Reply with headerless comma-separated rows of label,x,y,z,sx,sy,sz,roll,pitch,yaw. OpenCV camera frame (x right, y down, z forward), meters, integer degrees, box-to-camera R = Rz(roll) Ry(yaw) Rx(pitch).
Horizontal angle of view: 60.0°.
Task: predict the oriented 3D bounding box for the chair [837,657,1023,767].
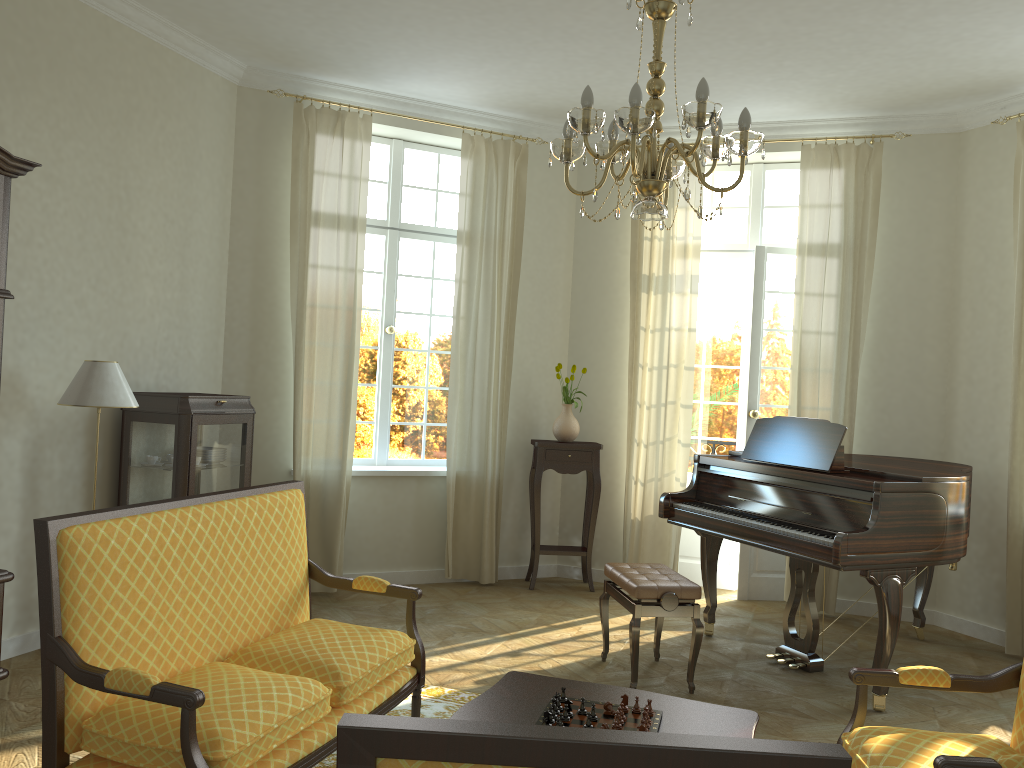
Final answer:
chair,1.306,1.065,2.445,0.671,1.083,0.730,3,0,4

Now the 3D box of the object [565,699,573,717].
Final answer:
object,0.177,1.012,2.775,0.030,0.052,0.030,3,0,37

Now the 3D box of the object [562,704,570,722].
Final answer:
object,0.166,1.013,2.737,0.030,0.050,0.030,3,0,-23

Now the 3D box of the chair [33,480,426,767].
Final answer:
chair,-0.854,0.953,3.025,0.680,1.083,1.389,3,0,19

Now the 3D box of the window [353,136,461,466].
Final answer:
window,-0.947,-0.630,6.874,1.400,2.550,0.181,3,0,-25

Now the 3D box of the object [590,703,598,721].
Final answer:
object,0.252,1.018,2.754,0.030,0.050,0.030,3,0,-23

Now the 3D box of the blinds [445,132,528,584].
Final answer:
blinds,-0.220,-0.178,6.743,0.552,3.381,0.159,3,0,-22

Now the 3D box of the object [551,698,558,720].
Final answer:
object,0.128,1.004,2.747,0.030,0.064,0.030,3,0,-23

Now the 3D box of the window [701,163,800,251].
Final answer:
window,1.942,-1.405,7.048,1.380,0.680,0.055,3,0,20

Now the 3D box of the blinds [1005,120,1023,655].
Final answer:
blinds,3.257,0.000,5.449,0.162,3.384,0.554,3,0,-20

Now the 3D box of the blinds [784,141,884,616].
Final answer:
blinds,2.280,-0.049,6.358,0.554,3.386,0.162,3,0,14

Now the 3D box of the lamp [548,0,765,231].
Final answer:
lamp,0.514,-1.300,3.082,0.661,1.466,0.662,3,0,-11

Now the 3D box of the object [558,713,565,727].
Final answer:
object,0.146,1.012,2.659,0.030,0.050,0.030,3,0,-23

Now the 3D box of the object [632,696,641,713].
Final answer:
object,0.400,1.025,2.841,0.030,0.050,0.030,3,0,-23

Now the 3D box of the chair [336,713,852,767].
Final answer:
chair,0.083,1.000,1.472,0.730,1.083,0.671,3,0,2

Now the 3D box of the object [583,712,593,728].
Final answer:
object,0.232,1.016,2.678,0.030,0.050,0.030,3,0,-23

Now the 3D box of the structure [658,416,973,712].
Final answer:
structure,2.076,0.934,5.306,1.856,1.439,1.514,3,0,-25

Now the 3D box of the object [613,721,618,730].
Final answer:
object,0.304,1.020,2.618,0.030,0.050,0.030,3,0,-23

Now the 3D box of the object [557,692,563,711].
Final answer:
object,0.148,1.010,2.824,0.030,0.055,0.030,3,0,-23

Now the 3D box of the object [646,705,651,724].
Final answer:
object,0.418,1.024,2.753,0.030,0.055,0.030,3,0,-23

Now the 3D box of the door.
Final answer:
door,1.792,0.294,6.872,1.385,2.690,0.425,3,0,20

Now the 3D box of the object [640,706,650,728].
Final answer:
object,0.409,1.016,2.715,0.030,0.069,0.030,3,0,-23

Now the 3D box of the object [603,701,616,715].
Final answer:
object,0.312,1.030,2.817,0.030,0.030,0.052,3,0,-19

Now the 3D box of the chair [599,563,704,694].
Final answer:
chair,0.737,1.302,4.803,0.385,0.563,0.638,3,0,-10

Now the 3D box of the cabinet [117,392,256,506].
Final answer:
cabinet,-1.956,0.754,5.335,0.542,1.386,0.733,3,0,20

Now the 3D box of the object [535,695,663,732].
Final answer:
object,0.266,1.053,2.731,0.360,0.021,0.360,3,0,15

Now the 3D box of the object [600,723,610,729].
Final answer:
object,0.264,1.027,2.643,0.052,0.030,0.030,3,0,-24

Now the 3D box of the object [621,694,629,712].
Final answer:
object,0.361,1.022,2.851,0.030,0.052,0.030,3,0,-23

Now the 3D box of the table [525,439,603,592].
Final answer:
table,0.393,1.006,6.870,0.522,1.114,0.344,3,0,-5

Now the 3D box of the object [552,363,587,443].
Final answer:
object,0.435,0.146,6.869,0.242,0.609,0.264,3,0,44

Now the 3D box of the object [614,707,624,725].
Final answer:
object,0.331,1.022,2.735,0.030,0.050,0.030,3,0,-23

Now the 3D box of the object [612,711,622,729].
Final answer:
object,0.320,1.021,2.699,0.030,0.050,0.030,3,0,-23

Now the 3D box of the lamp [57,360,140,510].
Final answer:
lamp,-2.122,0.658,4.495,0.381,1.552,0.380,3,0,25

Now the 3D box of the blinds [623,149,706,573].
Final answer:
blinds,1.128,-0.105,6.824,0.552,3.386,0.159,3,0,17

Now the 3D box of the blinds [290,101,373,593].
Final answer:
blinds,-1.322,-0.237,6.167,0.554,3.385,0.162,3,0,-20

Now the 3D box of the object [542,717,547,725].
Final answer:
object,0.097,1.012,2.631,0.030,0.044,0.030,3,0,-23

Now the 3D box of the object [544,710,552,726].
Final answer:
object,0.107,1.009,2.670,0.030,0.052,0.030,3,0,-23

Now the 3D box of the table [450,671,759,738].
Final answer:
table,0.248,1.309,2.691,0.922,0.494,0.932,3,0,21

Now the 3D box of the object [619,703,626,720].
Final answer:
object,0.342,1.022,2.771,0.030,0.050,0.030,3,0,-23

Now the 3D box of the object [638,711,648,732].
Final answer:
object,0.398,1.018,2.676,0.030,0.064,0.030,3,0,-23

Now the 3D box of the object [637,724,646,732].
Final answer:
object,0.378,1.023,2.598,0.030,0.052,0.030,3,0,-23

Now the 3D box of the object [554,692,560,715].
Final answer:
object,0.138,1.002,2.786,0.030,0.069,0.030,3,0,-23

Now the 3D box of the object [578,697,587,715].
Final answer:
object,0.223,1.016,2.803,0.030,0.050,0.030,3,0,-23

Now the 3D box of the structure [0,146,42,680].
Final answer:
structure,-2.510,0.183,3.703,0.521,2.458,0.715,3,0,20

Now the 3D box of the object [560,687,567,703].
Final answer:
object,0.168,1.016,2.902,0.030,0.044,0.030,3,0,-23

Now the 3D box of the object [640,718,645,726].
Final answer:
object,0.388,1.022,2.637,0.030,0.055,0.030,3,0,-23

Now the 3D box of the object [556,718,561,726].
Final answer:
object,0.136,1.011,2.621,0.030,0.050,0.030,3,0,-23

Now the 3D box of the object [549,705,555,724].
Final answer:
object,0.117,1.008,2.708,0.030,0.055,0.030,3,0,-23

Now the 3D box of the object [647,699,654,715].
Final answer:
object,0.438,1.030,2.831,0.030,0.044,0.030,3,0,-23
